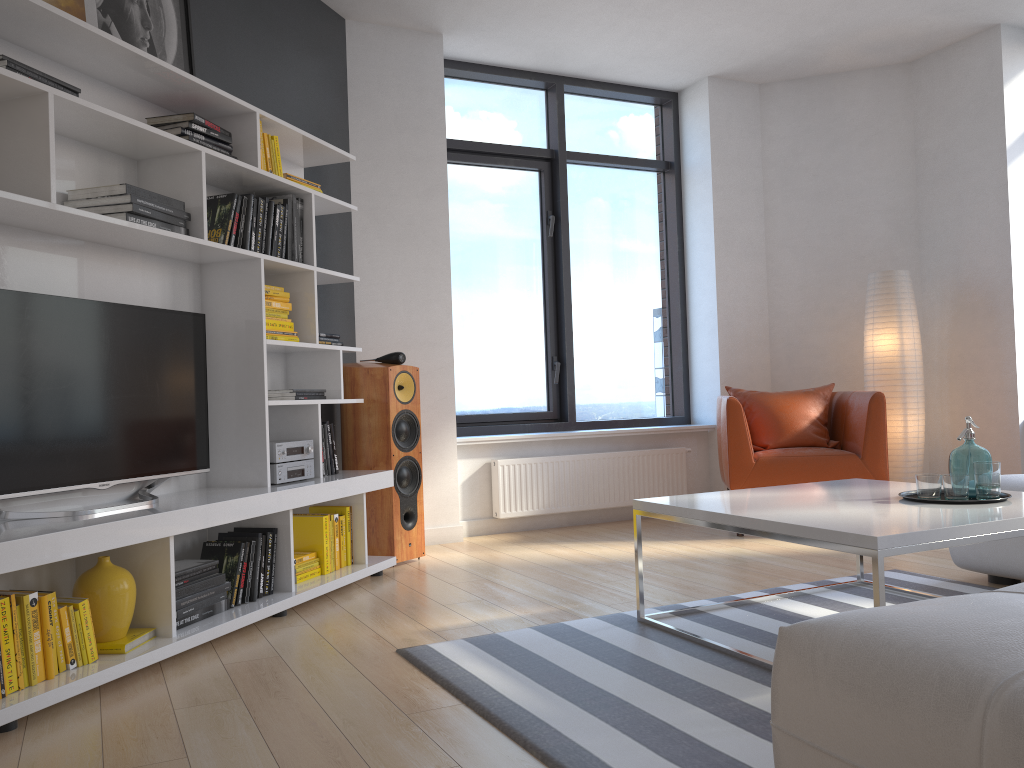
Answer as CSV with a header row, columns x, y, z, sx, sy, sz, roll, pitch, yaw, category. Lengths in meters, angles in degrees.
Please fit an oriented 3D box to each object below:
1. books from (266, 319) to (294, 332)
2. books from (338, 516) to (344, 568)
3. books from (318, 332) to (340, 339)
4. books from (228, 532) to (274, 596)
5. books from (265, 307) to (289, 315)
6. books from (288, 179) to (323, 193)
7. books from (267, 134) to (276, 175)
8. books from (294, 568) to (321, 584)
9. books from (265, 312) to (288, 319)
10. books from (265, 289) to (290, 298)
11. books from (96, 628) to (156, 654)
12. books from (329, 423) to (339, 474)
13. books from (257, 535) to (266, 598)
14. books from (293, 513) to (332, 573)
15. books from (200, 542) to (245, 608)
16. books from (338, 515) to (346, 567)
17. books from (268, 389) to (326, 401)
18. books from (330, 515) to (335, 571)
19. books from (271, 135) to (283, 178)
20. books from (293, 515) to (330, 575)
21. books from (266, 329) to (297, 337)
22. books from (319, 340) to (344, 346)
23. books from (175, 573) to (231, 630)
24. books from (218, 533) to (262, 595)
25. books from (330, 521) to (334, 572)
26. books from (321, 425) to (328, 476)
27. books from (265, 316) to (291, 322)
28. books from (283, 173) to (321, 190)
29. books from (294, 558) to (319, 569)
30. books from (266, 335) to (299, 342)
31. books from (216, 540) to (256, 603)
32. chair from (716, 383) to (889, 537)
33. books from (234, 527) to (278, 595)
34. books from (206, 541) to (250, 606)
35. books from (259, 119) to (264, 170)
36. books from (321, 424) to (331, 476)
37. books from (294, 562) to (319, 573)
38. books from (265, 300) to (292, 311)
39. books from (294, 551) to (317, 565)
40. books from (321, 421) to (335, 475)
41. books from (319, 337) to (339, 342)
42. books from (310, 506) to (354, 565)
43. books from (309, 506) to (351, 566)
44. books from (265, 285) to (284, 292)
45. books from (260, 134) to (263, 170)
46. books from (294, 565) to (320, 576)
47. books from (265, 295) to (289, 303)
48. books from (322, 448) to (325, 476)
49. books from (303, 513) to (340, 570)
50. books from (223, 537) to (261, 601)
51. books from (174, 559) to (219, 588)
x,y,z,sx,sy,sz,roll,pitch,yaw,category
-1.100,-0.249,3.858,0.189,0.042,0.243,-2,-1,19,books
-0.857,0.726,4.088,0.172,0.234,0.024,-2,-1,19,books
-0.941,-0.225,4.193,0.161,0.023,0.213,-3,-1,23,books
-1.054,0.716,3.546,0.191,0.249,0.084,-2,-1,19,books
-1.112,-0.314,3.863,0.171,0.019,0.239,-2,-1,19,books
-1.025,-0.888,4.060,0.194,0.028,0.257,-3,-1,24,books
-1.078,-0.967,3.787,0.128,0.178,0.044,-2,-1,19,books
-0.939,0.825,3.829,0.147,0.033,0.190,-2,-1,19,books
-1.099,-0.295,3.846,0.145,0.023,0.217,-3,-1,23,books
-1.108,-0.391,3.875,0.163,0.023,0.223,-3,-1,23,books
-1.313,0.821,2.829,0.270,0.029,0.204,-2,-1,4,books
-0.914,0.308,4.186,0.177,0.242,0.066,-2,-1,19,books
-1.062,0.721,3.509,0.179,0.243,0.068,-2,-1,18,books
-0.904,0.713,3.977,0.199,0.263,0.015,-2,-1,19,books
-1.113,0.723,3.368,0.182,0.234,0.104,-2,-1,19,books
-0.852,0.726,4.114,0.172,0.234,0.024,-2,-1,19,books
-1.021,0.052,4.015,0.250,0.047,0.310,-2,-1,15,books
-0.888,0.717,4.013,0.180,0.251,0.019,-2,-1,19,books
-1.067,-0.969,3.828,0.141,0.184,0.064,-2,-1,20,books
-0.912,0.715,3.947,0.198,0.255,0.044,-2,-1,19,books
-1.094,-0.216,3.855,0.203,0.024,0.257,-2,-1,22,books
-0.923,-0.187,4.186,0.161,0.023,0.213,-3,-1,23,books
-1.214,0.770,3.163,0.277,0.137,0.343,-2,-1,14,books
-1.077,0.714,3.486,0.192,0.254,0.075,-2,-1,18,books
-0.877,0.729,3.987,0.156,0.229,0.024,-2,-1,19,books
-0.944,0.310,4.111,0.170,0.236,0.049,-2,-1,20,books
-1.114,-0.276,3.861,0.189,0.014,0.251,-2,-1,22,books
-1.035,-0.913,4.060,0.203,0.024,0.257,-2,-1,22,books
-0.941,0.773,3.832,0.134,0.014,0.187,-2,-1,19,books
-1.084,-0.190,3.855,0.194,0.028,0.257,-3,-1,24,books
-1.083,0.723,3.427,0.169,0.233,0.081,-2,-1,18,books
1.700,0.426,5.364,0.896,0.858,0.843,-2,-1,6,chair
-1.044,0.712,3.578,0.197,0.260,0.066,-2,-1,19,books
-1.106,0.724,3.402,0.187,0.234,0.096,-2,-1,20,books
-1.125,-0.990,3.717,0.163,0.224,0.041,-2,-1,18,books
-0.930,0.307,4.129,0.169,0.242,0.050,-2,-1,19,books
-0.928,0.788,3.820,0.113,0.018,0.169,-2,-1,21,books
-1.108,-0.340,3.873,0.176,0.033,0.239,-2,-1,22,books
-0.954,0.754,3.833,0.138,0.026,0.186,-2,-1,19,books
-0.931,0.302,4.160,0.193,0.255,0.066,-2,-1,19,books
-0.926,-0.206,4.186,0.142,0.015,0.198,-2,-1,18,books
-0.848,0.710,4.172,0.213,0.270,0.025,-2,-1,19,books
-0.849,0.709,4.143,0.204,0.270,0.029,-2,-1,19,books
-1.133,-0.414,3.874,0.163,0.023,0.223,-3,-1,23,books
-1.115,-0.992,3.690,0.161,0.229,0.041,-2,-1,18,books
-0.944,0.803,3.832,0.148,0.011,0.196,-2,-1,19,books
-1.113,-0.368,3.868,0.160,0.022,0.227,-3,-1,35,books
-0.959,0.310,4.090,0.189,0.240,0.053,-2,-1,20,books
-0.877,0.718,4.038,0.185,0.250,0.035,-2,-1,19,books
-1.059,0.720,3.455,0.172,0.242,0.069,-2,-1,20,books
-1.241,0.678,3.166,0.250,0.047,0.310,-2,-1,15,books
